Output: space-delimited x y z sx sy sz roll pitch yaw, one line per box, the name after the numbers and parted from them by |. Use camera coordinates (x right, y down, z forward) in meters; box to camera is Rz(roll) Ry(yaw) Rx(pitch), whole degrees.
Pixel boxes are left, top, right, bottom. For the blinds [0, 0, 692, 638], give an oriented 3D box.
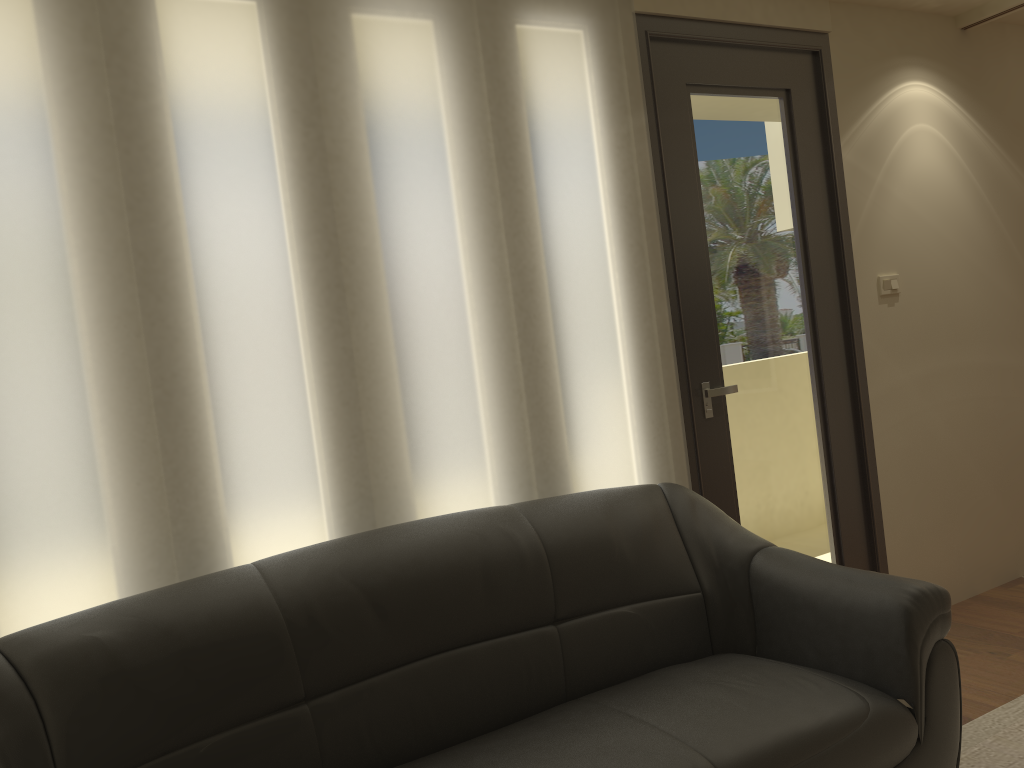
-0.649 -0.031 2.411 2.830 2.453 0.002 -8 2 -30 | blinds

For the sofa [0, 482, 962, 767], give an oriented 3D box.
-0.075 0.819 2.037 2.337 0.918 0.944 -8 2 -30 | sofa

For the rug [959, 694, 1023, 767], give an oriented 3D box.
1.021 1.186 1.122 3.592 0.011 2.482 -8 2 -30 | rug

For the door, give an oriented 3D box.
0.983 -0.164 3.428 1.011 2.420 0.118 -8 2 -30 | door
